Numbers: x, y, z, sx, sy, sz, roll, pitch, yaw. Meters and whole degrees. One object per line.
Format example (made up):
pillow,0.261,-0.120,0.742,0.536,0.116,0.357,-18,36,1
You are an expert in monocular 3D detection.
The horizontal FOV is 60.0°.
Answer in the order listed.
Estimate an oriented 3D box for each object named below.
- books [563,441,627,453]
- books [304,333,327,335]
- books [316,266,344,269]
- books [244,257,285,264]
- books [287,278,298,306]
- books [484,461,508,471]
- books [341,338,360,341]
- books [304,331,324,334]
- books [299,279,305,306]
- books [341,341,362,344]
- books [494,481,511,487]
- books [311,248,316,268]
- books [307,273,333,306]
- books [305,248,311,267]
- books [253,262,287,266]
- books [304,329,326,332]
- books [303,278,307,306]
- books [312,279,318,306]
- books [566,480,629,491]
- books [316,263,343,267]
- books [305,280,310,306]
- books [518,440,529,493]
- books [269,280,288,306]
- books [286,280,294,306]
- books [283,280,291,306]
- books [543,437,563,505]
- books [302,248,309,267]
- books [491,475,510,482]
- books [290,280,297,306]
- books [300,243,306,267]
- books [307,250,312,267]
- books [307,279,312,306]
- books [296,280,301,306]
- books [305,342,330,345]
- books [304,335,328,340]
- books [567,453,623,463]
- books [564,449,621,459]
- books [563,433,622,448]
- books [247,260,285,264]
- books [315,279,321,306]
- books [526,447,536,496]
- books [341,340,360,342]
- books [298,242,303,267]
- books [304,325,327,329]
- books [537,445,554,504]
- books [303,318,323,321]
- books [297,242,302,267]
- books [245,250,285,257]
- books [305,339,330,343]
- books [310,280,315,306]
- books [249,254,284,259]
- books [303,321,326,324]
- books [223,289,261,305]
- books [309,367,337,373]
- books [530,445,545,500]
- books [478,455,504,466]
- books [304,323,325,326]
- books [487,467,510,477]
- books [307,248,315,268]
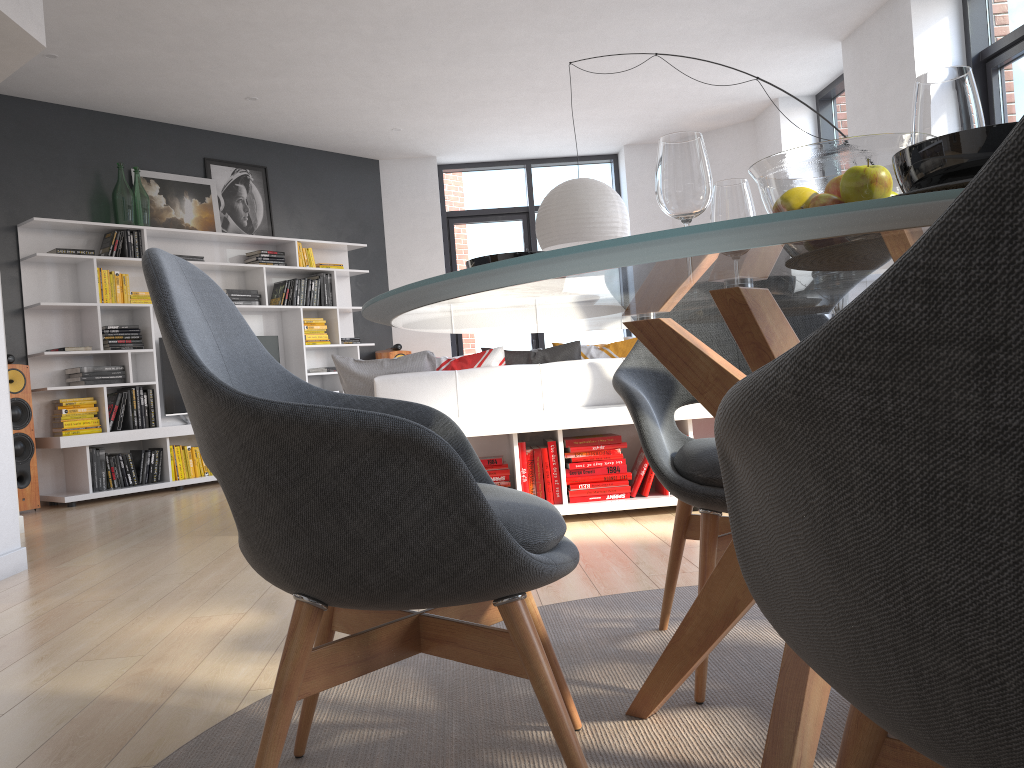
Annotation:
books,0.380,0.290,4.120,0.266,0.026,0.187,-4,0,-9
books,-1.859,-0.448,8.150,0.189,0.014,0.251,-4,0,45
books,-1.733,-1.072,8.279,0.257,0.028,0.194,-5,0,-44
books,-2.184,-1.087,7.833,0.214,0.030,0.284,-4,0,45
books,-1.996,-0.812,7.967,0.192,0.254,0.075,-4,0,40
books,-0.150,0.388,4.140,0.254,0.025,0.178,-4,0,-4
books,-1.572,-0.420,8.395,0.161,0.023,0.213,-4,0,45
books,-1.852,-0.466,8.130,0.217,0.023,0.145,-5,0,-44
books,-1.952,-0.813,8.015,0.191,0.249,0.084,-4,0,41
books,-1.556,-0.382,8.383,0.161,0.023,0.213,-4,0,45
books,-0.141,0.466,4.138,0.257,0.025,0.182,-4,0,-4
books,-1.853,-1.140,8.099,0.142,0.184,0.044,-4,0,42
books,-1.794,-0.857,8.237,0.259,0.321,0.128,-4,0,41
books,-1.887,-1.134,8.043,0.128,0.178,0.044,-4,0,41
books,-2.164,-1.038,7.816,0.214,0.030,0.284,-4,0,45
books,-1.858,-0.486,8.151,0.171,0.019,0.239,-4,0,41
books,-1.931,-0.820,8.041,0.197,0.260,0.066,-4,0,41
books,-1.856,-0.821,8.120,0.191,0.249,0.084,-4,0,41
books,0.389,0.460,4.103,0.266,0.026,0.187,-4,0,-4
books,-1.744,-1.097,8.282,0.203,0.024,0.257,-4,0,44
books,-1.895,-0.812,8.038,0.172,0.242,0.069,-4,0,42
books,0.048,0.410,4.104,0.036,0.294,0.208,-4,0,-4
books,-2.072,-0.795,7.872,0.182,0.234,0.104,-4,0,41
books,-2.023,-0.799,7.915,0.169,0.233,0.081,-4,0,40
books,-2.054,-0.796,7.901,0.187,0.234,0.096,-4,0,42
books,0.188,0.400,4.111,0.049,0.291,0.214,-4,0,-4
books,-1.906,-1.133,8.032,0.132,0.180,0.054,-4,0,41
books,-0.148,0.441,4.154,0.261,0.028,0.191,-4,0,-4
books,-1.991,-0.804,7.933,0.172,0.242,0.069,-4,0,42
books,-1.945,-1.153,8.023,0.164,0.224,0.054,-4,0,40
books,-1.866,-1.126,8.049,0.108,0.161,0.046,-4,0,40
books,-1.900,-0.819,8.073,0.192,0.254,0.075,-4,0,40
books,-1.973,-0.806,7.984,0.179,0.243,0.068,-4,0,40
books,-1.829,-0.363,8.136,0.257,0.028,0.194,-5,0,-44
books,-1.845,-0.421,8.143,0.189,0.042,0.243,-4,0,41
books,0.383,0.339,4.119,0.236,0.023,0.178,-4,0,-4
books,0.363,0.317,4.126,0.257,0.025,0.182,-4,0,-4
books,0.359,0.262,4.127,0.259,0.034,0.206,-4,0,-7
books,-2.170,-1.063,7.817,0.189,0.020,0.264,-4,0,40
books,-1.835,-0.828,8.146,0.197,0.260,0.066,-4,0,41
books,0.083,0.425,4.109,0.031,0.255,0.181,-4,0,-4
books,-1.561,-0.401,8.384,0.142,0.015,0.198,-4,0,40
books,-1.958,-1.152,7.995,0.163,0.224,0.041,-4,0,40
books,-1.852,-0.512,8.157,0.176,0.033,0.239,-4,0,44
books,0.156,0.418,4.104,0.042,0.259,0.195,-4,0,-4
books,-1.879,-0.585,8.165,0.223,0.023,0.163,-5,0,-45
books,-1.959,-1.153,7.965,0.161,0.229,0.041,-4,0,40
books,-2.177,-1.143,7.822,0.209,0.030,0.266,-4,0,35
books,-1.840,-0.388,8.140,0.203,0.024,0.257,-4,0,44
books,-1.872,-0.817,8.084,0.179,0.243,0.071,-4,0,40
books,-2.164,-1.117,7.817,0.180,0.026,0.246,-4,0,44
books,-1.854,-0.563,8.157,0.223,0.023,0.163,-5,0,-45
books,-2.366,-0.723,7.585,0.277,0.137,0.343,-4,0,36
books,-1.699,-0.131,8.270,0.250,0.047,0.310,-4,0,37
books,0.117,0.422,4.112,0.034,0.259,0.207,-4,0,-4
books,-0.144,0.361,4.131,0.206,0.029,0.152,-4,0,2
books,-1.860,-0.540,8.153,0.227,0.022,0.160,-5,0,-33
books,-0.147,0.413,4.137,0.269,0.028,0.179,-4,0,-2
books,-1.862,-1.139,8.076,0.141,0.184,0.064,-4,0,42
